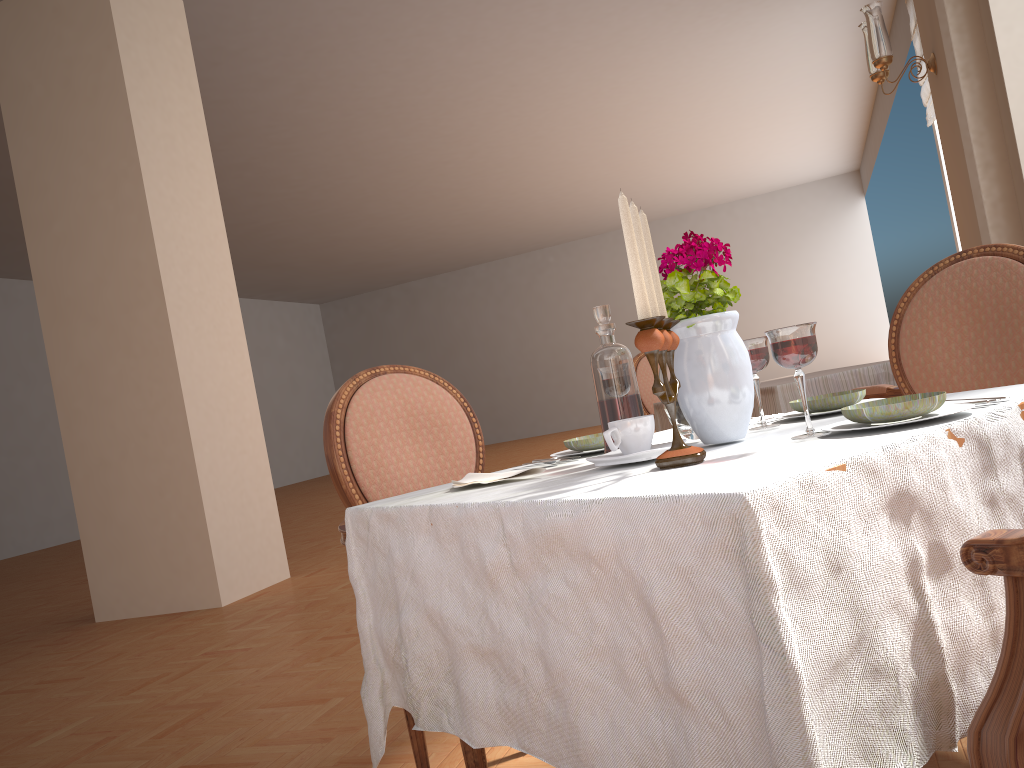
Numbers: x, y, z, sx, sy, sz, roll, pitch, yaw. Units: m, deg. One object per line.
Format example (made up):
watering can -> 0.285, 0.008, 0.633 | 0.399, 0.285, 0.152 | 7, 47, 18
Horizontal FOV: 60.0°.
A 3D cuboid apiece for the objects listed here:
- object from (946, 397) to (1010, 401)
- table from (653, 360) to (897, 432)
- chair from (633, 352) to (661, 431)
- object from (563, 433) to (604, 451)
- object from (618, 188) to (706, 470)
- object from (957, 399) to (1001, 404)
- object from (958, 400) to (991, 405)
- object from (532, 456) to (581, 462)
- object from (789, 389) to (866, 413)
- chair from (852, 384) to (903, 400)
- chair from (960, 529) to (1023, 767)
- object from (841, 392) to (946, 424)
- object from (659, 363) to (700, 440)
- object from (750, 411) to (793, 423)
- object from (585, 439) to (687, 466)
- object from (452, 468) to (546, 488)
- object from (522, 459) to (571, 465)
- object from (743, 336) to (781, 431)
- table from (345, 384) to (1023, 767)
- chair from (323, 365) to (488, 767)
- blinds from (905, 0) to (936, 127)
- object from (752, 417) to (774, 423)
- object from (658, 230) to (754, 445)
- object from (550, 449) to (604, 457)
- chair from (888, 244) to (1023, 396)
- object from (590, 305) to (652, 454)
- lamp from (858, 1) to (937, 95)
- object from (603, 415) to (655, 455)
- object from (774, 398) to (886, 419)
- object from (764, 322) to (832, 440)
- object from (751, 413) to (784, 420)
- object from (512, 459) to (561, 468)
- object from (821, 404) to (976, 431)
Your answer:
object -> 0.574, 0.022, 1.137 | 0.027, 0.006, 0.126 | -10, -2, -35
table -> 1.179, 0.317, 3.653 | 0.830, 0.677, 0.830 | -10, -1, -26
chair -> 0.890, 0.257, 4.273 | 0.520, 0.931, 0.593 | -10, -1, -26
object -> 0.149, 0.101, 1.542 | 0.117, 0.024, 0.117 | -11, -1, 29
object -> 0.173, -0.063, 1.062 | 0.059, 0.325, 0.177 | -11, -1, 18
object -> 0.554, 0.027, 1.121 | 0.016, 0.002, 0.125 | -10, -2, -34
object -> 0.535, 0.029, 1.112 | 0.013, 0.004, 0.127 | -10, -2, -33
object -> 0.076, 0.125, 1.481 | 0.013, 0.004, 0.127 | -10, -2, -36
object -> 0.504, 0.031, 1.413 | 0.117, 0.024, 0.117 | -11, -1, -2
chair -> 1.470, 0.118, 3.026 | 0.520, 0.931, 0.593 | -10, -1, -26
chair -> 0.745, 0.202, 0.726 | 0.520, 0.931, 0.593 | -10, -1, -37
object -> 0.455, 0.032, 1.055 | 0.117, 0.024, 0.117 | -10, -1, -30
object -> 0.274, 0.016, 1.352 | 0.092, 0.138, 0.093 | -10, -1, -43
object -> 0.442, 0.057, 1.511 | 0.125, 0.002, 0.016 | -10, -2, -34
object -> 0.169, 0.095, 1.196 | 0.119, 0.016, 0.119 | -12, -2, 39
object -> -0.050, 0.140, 1.315 | 0.094, 0.012, 0.234 | -10, -2, -32
object -> 0.058, 0.129, 1.471 | 0.016, 0.002, 0.125 | -10, -2, -37
object -> 0.367, 0.000, 1.334 | 0.062, 0.135, 0.062 | -10, -1, -39
table -> 0.333, 0.420, 1.282 | 0.836, 0.680, 0.830 | -10, -1, -37
chair -> -0.064, 0.381, 1.833 | 0.520, 0.931, 0.593 | -10, -1, -37
blinds -> 3.258, -2.705, 7.086 | 0.038, 1.292, 0.689 | -11, -1, 19
object -> 0.450, 0.054, 1.493 | 0.127, 0.004, 0.013 | -10, -2, -33
object -> 0.261, -0.069, 1.228 | 0.124, 0.302, 0.143 | -11, -1, 18
object -> 0.151, 0.111, 1.541 | 0.171, 0.005, 0.171 | -10, -2, -33
chair -> 0.857, 0.204, 1.709 | 0.592, 0.931, 0.521 | -10, -1, -37
object -> 0.151, -0.004, 1.298 | 0.074, 0.222, 0.074 | -11, -1, -1
lamp -> 1.773, -1.552, 4.078 | 0.274, 0.362, 0.320 | -11, -1, 19
object -> 0.157, 0.073, 1.195 | 0.078, 0.049, 0.062 | -11, -1, -8
object -> 0.506, 0.041, 1.413 | 0.171, 0.005, 0.171 | -10, -2, -40
object -> 0.349, -0.003, 1.073 | 0.062, 0.135, 0.062 | -10, -1, -39
object -> 0.426, 0.059, 1.532 | 0.125, 0.006, 0.027 | -10, -2, -35
object -> 0.038, 0.131, 1.454 | 0.027, 0.006, 0.126 | -10, -2, -38
object -> 0.457, 0.042, 1.055 | 0.171, 0.005, 0.171 | -10, -1, -21
